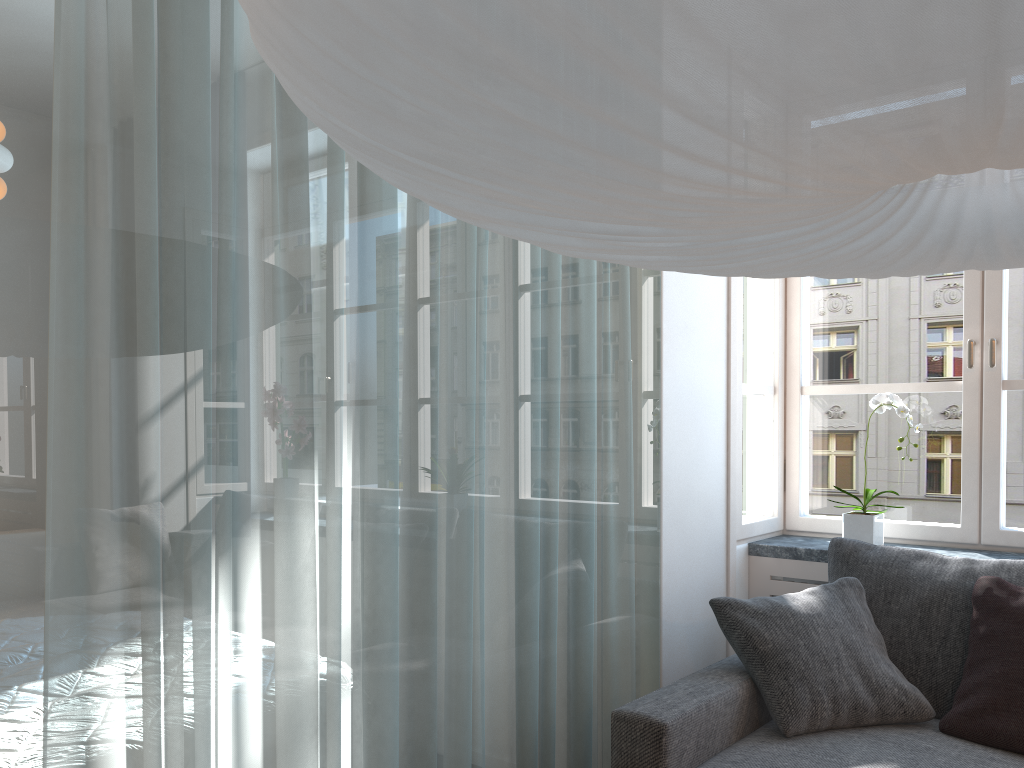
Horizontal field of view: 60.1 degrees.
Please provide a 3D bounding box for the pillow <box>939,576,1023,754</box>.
[{"bbox_3d":[1.367,0.715,2.198,0.521,0.403,0.311,-1,-1,41],"label":"pillow"}]

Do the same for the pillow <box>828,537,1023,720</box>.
[{"bbox_3d":[1.268,0.704,2.480,0.836,0.478,0.275,-1,0,40],"label":"pillow"}]

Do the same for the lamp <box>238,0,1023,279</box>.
[{"bbox_3d":[0.481,-0.268,0.902,1.469,0.210,1.471,0,-3,-14],"label":"lamp"}]

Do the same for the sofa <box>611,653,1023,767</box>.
[{"bbox_3d":[1.437,0.959,1.236,3.068,0.672,2.040,-2,-3,39],"label":"sofa"}]

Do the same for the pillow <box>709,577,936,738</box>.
[{"bbox_3d":[0.845,0.741,2.439,0.515,0.360,0.346,0,0,-11],"label":"pillow"}]
